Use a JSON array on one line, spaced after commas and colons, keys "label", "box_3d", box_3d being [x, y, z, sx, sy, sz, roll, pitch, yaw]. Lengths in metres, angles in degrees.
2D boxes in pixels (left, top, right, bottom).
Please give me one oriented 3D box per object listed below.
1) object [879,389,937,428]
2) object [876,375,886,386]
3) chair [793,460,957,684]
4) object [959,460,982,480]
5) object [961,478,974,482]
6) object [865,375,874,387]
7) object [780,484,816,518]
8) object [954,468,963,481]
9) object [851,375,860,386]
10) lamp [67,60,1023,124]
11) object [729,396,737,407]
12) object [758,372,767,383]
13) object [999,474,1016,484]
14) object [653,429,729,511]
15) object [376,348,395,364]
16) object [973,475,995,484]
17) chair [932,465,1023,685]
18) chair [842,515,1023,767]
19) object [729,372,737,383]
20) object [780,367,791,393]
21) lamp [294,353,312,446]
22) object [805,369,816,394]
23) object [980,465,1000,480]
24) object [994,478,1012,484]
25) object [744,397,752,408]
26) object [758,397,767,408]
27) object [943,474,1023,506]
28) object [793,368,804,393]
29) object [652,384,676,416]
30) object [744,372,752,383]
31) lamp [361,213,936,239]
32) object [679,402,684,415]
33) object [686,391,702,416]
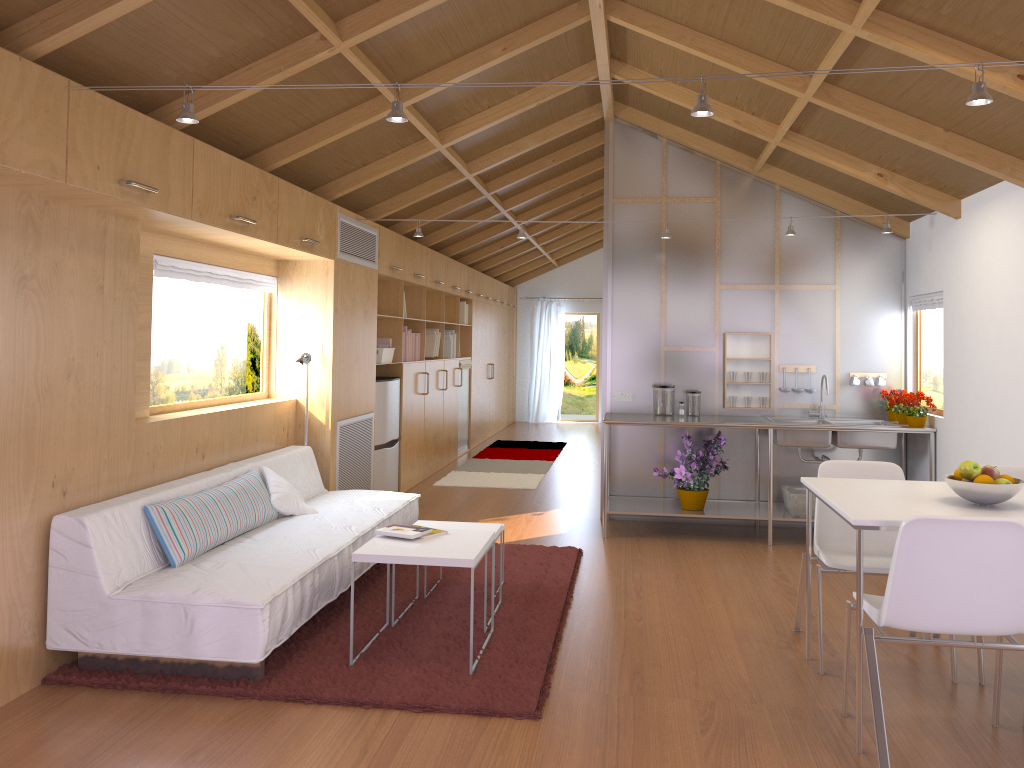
[{"label": "object", "box_3d": [2.635, 0.156, 5.914, 0.233, 0.235, 0.688, 1, 2, 8]}, {"label": "object", "box_3d": [2.604, -0.023, 6.237, 0.059, 0.080, 0.062, 1, 0, 8]}, {"label": "chair", "box_3d": [1.505, 0.742, 3.718, 0.531, 0.787, 0.546, 1, 0, 8]}, {"label": "object", "box_3d": [1.601, 0.301, 3.090, 0.070, 0.069, 0.077, 1, 1, 8]}, {"label": "object", "box_3d": [1.621, 0.362, 3.115, 0.080, 0.089, 0.078, 1, 0, -33]}, {"label": "object", "box_3d": [2.525, -0.023, 6.242, 0.059, 0.081, 0.062, 1, 0, 15]}, {"label": "object", "box_3d": [1.983, 0.789, 5.930, 0.299, 0.159, 0.414, 1, 2, 8]}, {"label": "object", "box_3d": [1.627, 0.333, 3.182, 0.067, 0.068, 0.067, 1, 0, -16]}, {"label": "object", "box_3d": [2.433, -0.026, 6.261, 0.059, 0.080, 0.062, 1, 0, 8]}, {"label": "lamp", "box_3d": [0.385, -0.912, 2.755, 3.828, 0.153, 0.072, 1, -1, 8]}, {"label": "object", "box_3d": [1.588, 0.128, 6.352, 0.061, 0.077, 0.061, 1, 0, 20]}, {"label": "object", "box_3d": [1.796, -0.045, 6.329, 0.061, 0.077, 0.061, 1, 0, -18]}, {"label": "object", "box_3d": [1.733, 0.352, 3.109, 0.067, 0.066, 0.068, 0, 1, -38]}, {"label": "object", "box_3d": [1.235, 0.575, 5.997, 0.525, 0.554, 0.351, 1, -1, -1]}, {"label": "object", "box_3d": [-1.075, -0.228, 7.051, 0.203, 0.123, 0.349, 1, 2, 8]}, {"label": "object", "box_3d": [1.627, 0.346, 3.045, 0.067, 0.068, 0.067, 1, 0, -16]}, {"label": "chair", "box_3d": [2.094, 0.754, 3.636, 0.531, 0.787, 0.546, 1, 0, 8]}, {"label": "chair", "box_3d": [1.380, 0.782, 2.819, 0.531, 0.787, 0.546, 1, 0, 8]}, {"label": "object", "box_3d": [1.590, -0.050, 6.358, 0.061, 0.077, 0.061, 1, 0, 20]}, {"label": "object", "box_3d": [1.953, -0.026, 6.306, 0.074, 0.183, 0.074, 0, -2, 40]}, {"label": "lamp", "box_3d": [-1.293, 0.401, 5.554, 0.182, 1.200, 0.254, 1, -2, -16]}, {"label": "object", "box_3d": [2.123, -0.023, 6.282, 0.074, 0.183, 0.074, 0, -2, 40]}, {"label": "object", "box_3d": [1.676, 0.317, 3.101, 0.061, 0.067, 0.063, 1, 0, -44]}, {"label": "object", "box_3d": [1.693, 0.360, 3.052, 0.070, 0.069, 0.077, 1, 1, 8]}, {"label": "object", "box_3d": [1.691, 0.130, 6.338, 0.061, 0.077, 0.061, 1, 0, -18]}, {"label": "object", "box_3d": [1.793, 0.132, 6.324, 0.061, 0.077, 0.061, 1, 0, -18]}, {"label": "object", "box_3d": [1.656, 0.378, 3.105, 0.255, 0.091, 0.255, -1, 3, -40]}, {"label": "object", "box_3d": [2.038, -0.024, 6.294, 0.074, 0.183, 0.074, 0, -2, 40]}, {"label": "object", "box_3d": [1.091, 0.115, 6.349, 0.172, 0.216, 0.172, 1, 0, 21]}, {"label": "object", "box_3d": [1.693, -0.048, 6.344, 0.061, 0.077, 0.061, 1, 0, -18]}, {"label": "lamp", "box_3d": [0.823, -1.053, 5.915, 3.828, 0.153, 0.072, 1, -1, 8]}, {"label": "object", "box_3d": [1.201, 0.172, 6.255, 0.037, 0.093, 0.037, 0, -1, 23]}, {"label": "object", "box_3d": [1.301, 0.140, 6.339, 0.113, 0.177, 0.113, 1, -1, 29]}]
